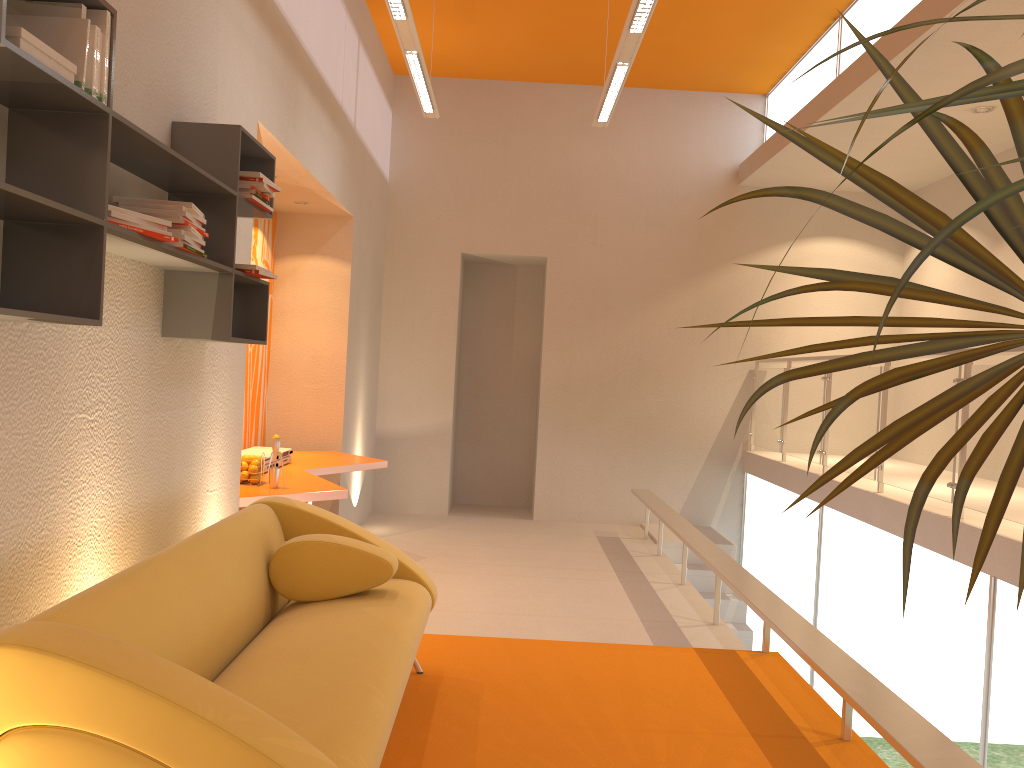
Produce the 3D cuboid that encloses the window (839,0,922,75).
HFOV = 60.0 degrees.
[{"bbox_3d":[2.507,-2.447,5.511,0.006,0.660,2.494,3,1,0],"label":"window"}]

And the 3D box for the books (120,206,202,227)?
[{"bbox_3d":[-1.103,-0.524,2.799,0.190,0.015,0.254,3,1,-9],"label":"books"}]

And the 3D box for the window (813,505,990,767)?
[{"bbox_3d":[2.230,2.796,5.485,0.006,3.760,2.311,3,1,0],"label":"window"}]

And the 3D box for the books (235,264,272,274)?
[{"bbox_3d":[-1.086,-0.452,3.486,0.226,0.017,0.230,3,1,0],"label":"books"}]

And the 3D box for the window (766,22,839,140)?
[{"bbox_3d":[2.499,-2.476,7.744,0.006,0.660,1.894,3,1,0],"label":"window"}]

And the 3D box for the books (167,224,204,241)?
[{"bbox_3d":[-1.116,-0.484,2.810,0.230,0.017,0.226,3,1,-10],"label":"books"}]

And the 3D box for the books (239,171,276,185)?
[{"bbox_3d":[-1.068,-0.802,3.474,0.226,0.017,0.230,3,1,0],"label":"books"}]

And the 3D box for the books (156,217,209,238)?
[{"bbox_3d":[-1.106,-0.499,2.813,0.210,0.013,0.297,3,1,-5],"label":"books"}]

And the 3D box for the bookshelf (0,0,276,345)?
[{"bbox_3d":[-1.136,-0.552,2.734,0.252,0.790,2.000,3,1,0],"label":"bookshelf"}]

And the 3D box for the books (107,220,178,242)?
[{"bbox_3d":[-1.106,-0.423,2.455,0.210,0.013,0.297,3,1,15],"label":"books"}]

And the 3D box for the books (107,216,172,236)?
[{"bbox_3d":[-1.107,-0.435,2.451,0.190,0.011,0.268,3,1,16],"label":"books"}]

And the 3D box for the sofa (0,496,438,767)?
[{"bbox_3d":[-0.777,0.859,2.796,0.929,0.706,2.081,3,1,0],"label":"sofa"}]

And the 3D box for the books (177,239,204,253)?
[{"bbox_3d":[-1.109,-0.440,2.810,0.190,0.011,0.268,3,1,-4],"label":"books"}]

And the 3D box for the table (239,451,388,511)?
[{"bbox_3d":[-1.400,0.920,5.629,0.969,0.760,2.573,3,1,0],"label":"table"}]

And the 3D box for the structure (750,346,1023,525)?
[{"bbox_3d":[2.459,0.284,3.179,0.195,0.900,11.050,3,1,0],"label":"structure"}]

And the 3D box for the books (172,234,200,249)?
[{"bbox_3d":[-1.106,-0.453,2.800,0.190,0.015,0.254,3,1,-9],"label":"books"}]

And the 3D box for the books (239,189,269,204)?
[{"bbox_3d":[-1.082,-0.739,3.500,0.190,0.015,0.254,3,1,-4],"label":"books"}]

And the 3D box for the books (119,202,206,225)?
[{"bbox_3d":[-1.100,-0.539,2.807,0.190,0.015,0.254,3,1,-4],"label":"books"}]

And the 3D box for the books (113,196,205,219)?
[{"bbox_3d":[-1.112,-0.555,2.809,0.230,0.017,0.226,3,1,-10],"label":"books"}]

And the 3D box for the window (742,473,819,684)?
[{"bbox_3d":[2.222,2.768,7.719,0.006,3.760,2.078,3,1,0],"label":"window"}]

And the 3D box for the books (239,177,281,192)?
[{"bbox_3d":[-1.064,-0.785,3.487,0.254,0.015,0.190,3,1,6],"label":"books"}]

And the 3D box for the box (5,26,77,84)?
[{"bbox_3d":[-1.119,-0.714,1.927,0.232,0.047,0.232,3,1,0],"label":"box"}]

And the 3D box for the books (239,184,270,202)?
[{"bbox_3d":[-1.084,-0.754,3.492,0.190,0.015,0.254,3,1,1],"label":"books"}]

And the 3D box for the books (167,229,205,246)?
[{"bbox_3d":[-1.104,-0.468,2.808,0.190,0.015,0.254,3,1,-4],"label":"books"}]

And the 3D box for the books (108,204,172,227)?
[{"bbox_3d":[-1.102,-0.463,2.447,0.190,0.015,0.254,3,1,16],"label":"books"}]

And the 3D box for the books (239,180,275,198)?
[{"bbox_3d":[-1.070,-0.770,3.488,0.230,0.017,0.226,3,1,-5],"label":"books"}]

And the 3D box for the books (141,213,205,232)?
[{"bbox_3d":[-1.106,-0.511,2.809,0.190,0.011,0.268,3,1,-4],"label":"books"}]

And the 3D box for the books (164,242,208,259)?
[{"bbox_3d":[-1.110,-0.428,2.814,0.210,0.013,0.297,3,1,-5],"label":"books"}]

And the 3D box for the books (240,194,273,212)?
[{"bbox_3d":[-1.082,-0.714,3.486,0.210,0.013,0.297,3,1,0],"label":"books"}]

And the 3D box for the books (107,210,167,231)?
[{"bbox_3d":[-1.108,-0.448,2.441,0.190,0.015,0.254,3,1,11],"label":"books"}]

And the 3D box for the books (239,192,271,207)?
[{"bbox_3d":[-1.081,-0.726,3.490,0.190,0.011,0.268,3,1,1],"label":"books"}]
